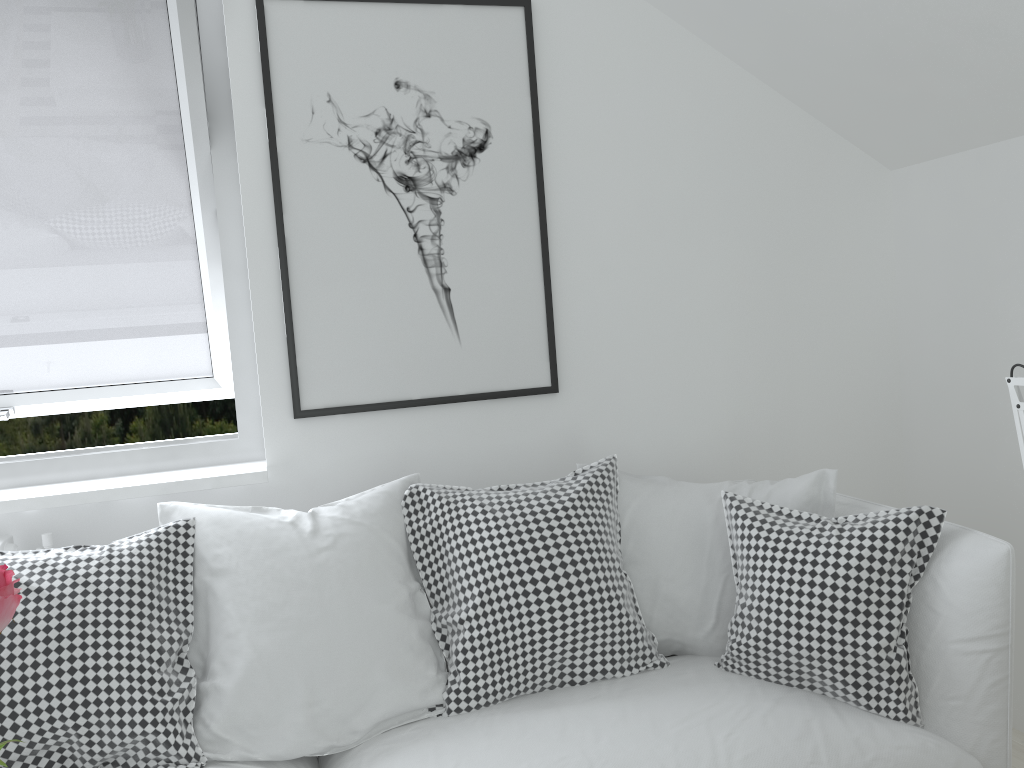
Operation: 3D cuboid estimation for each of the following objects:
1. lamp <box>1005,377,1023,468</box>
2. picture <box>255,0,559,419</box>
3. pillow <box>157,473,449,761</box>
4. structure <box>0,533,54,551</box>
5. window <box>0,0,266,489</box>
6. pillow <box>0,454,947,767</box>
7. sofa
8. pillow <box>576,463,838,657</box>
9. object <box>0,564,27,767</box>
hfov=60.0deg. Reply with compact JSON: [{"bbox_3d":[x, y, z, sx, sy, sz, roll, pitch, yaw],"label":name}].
[{"bbox_3d":[0.863,0.411,1.182,0.196,1.373,0.527,-5,4,-12],"label":"lamp"},{"bbox_3d":[-0.255,-0.476,2.340,0.720,1.072,0.015,-5,4,-16],"label":"picture"},{"bbox_3d":[-0.434,0.497,1.882,0.599,0.505,0.391,-5,4,-16],"label":"pillow"},{"bbox_3d":[-1.070,0.670,2.109,1.655,0.660,0.206,-5,4,-16],"label":"structure"},{"bbox_3d":[-4.270,-0.202,3.390,12.055,8.137,4.514,-5,4,-16],"label":"window"},{"bbox_3d":[-0.400,0.506,1.746,2.488,0.513,0.676,-5,4,-14],"label":"pillow"},{"bbox_3d":[-0.370,0.770,1.727,2.647,0.768,0.917,-5,4,-16],"label":"sofa"},{"bbox_3d":[0.462,0.427,2.127,0.623,0.498,0.333,-3,4,17],"label":"pillow"},{"bbox_3d":[-0.559,0.424,0.683,0.350,0.599,0.327,-4,4,4],"label":"object"}]
